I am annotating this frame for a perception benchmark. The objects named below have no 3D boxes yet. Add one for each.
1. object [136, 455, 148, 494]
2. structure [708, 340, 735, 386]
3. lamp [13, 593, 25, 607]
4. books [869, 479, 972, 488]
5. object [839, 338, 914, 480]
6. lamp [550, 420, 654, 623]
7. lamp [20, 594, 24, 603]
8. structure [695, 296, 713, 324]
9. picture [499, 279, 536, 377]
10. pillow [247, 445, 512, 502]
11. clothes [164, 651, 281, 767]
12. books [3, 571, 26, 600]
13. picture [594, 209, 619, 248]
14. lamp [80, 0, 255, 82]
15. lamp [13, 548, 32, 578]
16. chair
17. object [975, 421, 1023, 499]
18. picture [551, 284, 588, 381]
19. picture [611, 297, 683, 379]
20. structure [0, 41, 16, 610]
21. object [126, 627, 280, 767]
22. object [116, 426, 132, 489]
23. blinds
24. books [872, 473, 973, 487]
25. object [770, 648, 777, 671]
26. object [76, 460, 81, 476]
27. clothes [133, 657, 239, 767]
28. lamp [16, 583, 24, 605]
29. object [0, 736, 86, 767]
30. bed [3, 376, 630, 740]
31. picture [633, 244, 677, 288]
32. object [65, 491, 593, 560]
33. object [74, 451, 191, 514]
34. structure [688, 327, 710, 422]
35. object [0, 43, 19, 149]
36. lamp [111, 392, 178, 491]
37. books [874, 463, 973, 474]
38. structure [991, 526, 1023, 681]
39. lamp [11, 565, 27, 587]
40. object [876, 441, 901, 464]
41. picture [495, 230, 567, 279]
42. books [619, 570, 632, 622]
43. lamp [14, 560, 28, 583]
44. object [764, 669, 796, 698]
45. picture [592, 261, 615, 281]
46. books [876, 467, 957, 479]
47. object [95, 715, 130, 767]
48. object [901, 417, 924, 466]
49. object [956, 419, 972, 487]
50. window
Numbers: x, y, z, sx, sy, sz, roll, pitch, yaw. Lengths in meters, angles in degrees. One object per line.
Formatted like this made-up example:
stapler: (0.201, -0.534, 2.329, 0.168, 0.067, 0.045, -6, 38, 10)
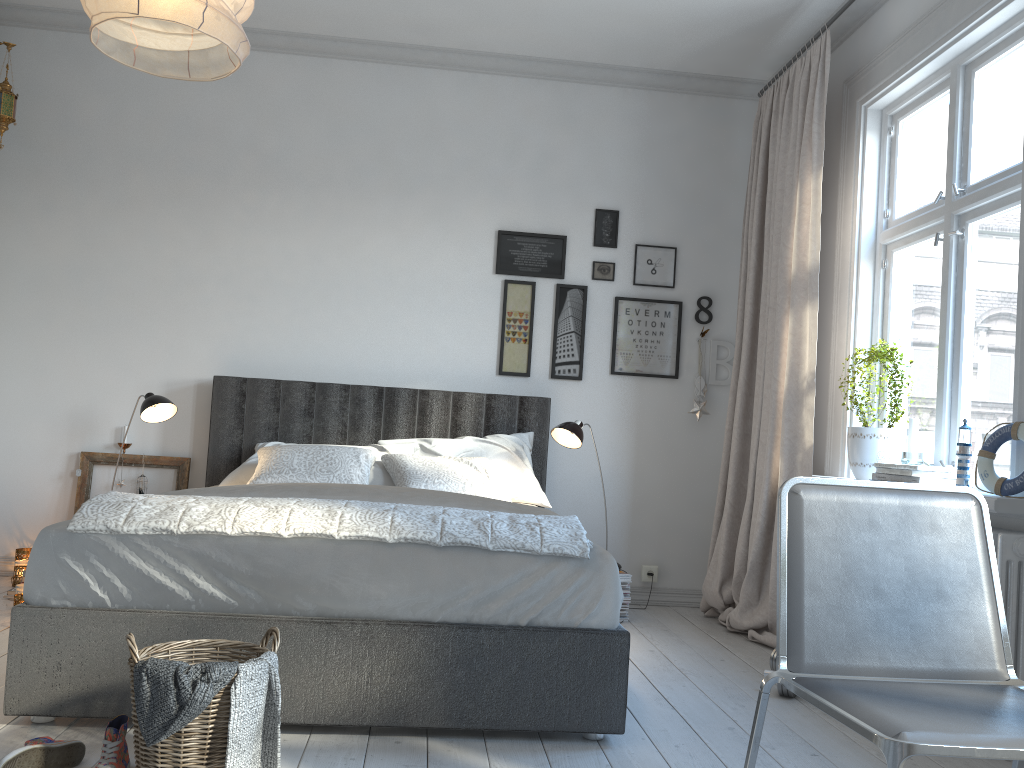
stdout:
object: (-1.843, 0.463, 4.433, 0.062, 0.228, 0.063, 3, -3, 19)
structure: (1.134, -0.111, 4.764, 0.146, 0.239, 0.024, 4, -2, -5)
lamp: (-1.978, 0.890, 3.579, 0.067, 0.078, 0.070, 2, -3, 36)
books: (1.428, 0.355, 3.111, 0.219, 0.013, 0.272, 4, -3, -9)
object: (1.460, 0.101, 3.550, 0.217, 0.573, 0.385, 5, -3, -25)
lamp: (0.479, 0.658, 4.320, 0.801, 0.935, 0.450, 5, -3, -23)
lamp: (-1.875, 0.875, 3.454, 0.081, 0.106, 0.081, 5, -3, -29)
structure: (1.031, -0.396, 4.761, 0.096, 0.150, 0.014, 4, -2, -5)
picture: (0.028, -0.293, 4.665, 0.165, 0.504, 0.020, 4, -2, -5)
pillow: (-0.569, 0.397, 3.874, 1.147, 0.225, 0.416, 4, -3, -13)
clothes: (-0.687, 0.754, 2.017, 0.283, 0.288, 0.235, 2, -3, 34)
books: (-2.121, 0.894, 3.941, 0.175, 0.095, 0.262, 4, -3, -10)
picture: (0.504, -0.830, 4.732, 0.128, 0.201, 0.011, 4, -2, -5)
lamp: (-0.677, -1.301, 1.846, 0.338, 1.230, 0.341, 2, -3, 26)
lamp: (-2.373, 0.879, 4.334, 0.108, 0.140, 0.108, 5, -3, -33)
chair: (0.724, 0.574, 1.467, 0.562, 0.797, 0.525, 4, -3, -5)
object: (1.479, 0.223, 2.627, 0.079, 0.227, 0.236, 4, -3, -20)
picture: (0.303, -0.275, 4.691, 0.165, 0.504, 0.020, 4, -2, -5)
picture: (0.719, -0.246, 4.729, 0.365, 0.415, 0.021, 4, -2, -5)
structure: (-2.676, -0.438, 3.843, 1.247, 2.834, 0.801, 2, -3, 40)
object: (-0.718, 0.743, 2.036, 0.319, 0.351, 0.320, 2, -3, 27)
object: (-1.945, 0.363, 4.442, 0.067, 0.320, 0.067, 1, -3, 43)
blinds: (1.151, -0.175, 4.090, 0.225, 2.645, 0.831, 4, -2, -5)
books: (1.441, 0.338, 3.126, 0.207, 0.024, 0.262, 4, -3, -12)
object: (1.058, 1.036, 3.235, 0.129, 0.128, 0.328, 5, -3, -20)
object: (-2.149, 0.395, 4.407, 0.024, 0.126, 0.023, 4, -3, -22)
clothes: (-0.713, 0.736, 1.978, 0.246, 0.269, 0.298, 4, -3, -4)
lamp: (-2.017, 0.884, 3.679, 0.080, 0.098, 0.081, 2, -3, 29)
object: (-1.112, 0.852, 2.035, 0.120, 0.084, 0.222, 2, -3, 24)
bed: (-0.567, 0.483, 3.440, 1.888, 1.046, 2.178, 4, -3, -5)
picture: (0.766, -0.631, 4.750, 0.225, 0.220, 0.010, 4, -2, -5)
object: (-0.493, 0.400, 2.601, 1.460, 0.104, 0.405, 4, -3, -5)
object: (-1.902, 0.667, 4.411, 0.528, 0.630, 0.082, 4, -2, -5)
structure: (1.002, -0.054, 4.723, 0.134, 0.513, 0.078, 4, -2, -17)
object: (-2.388, -1.350, 4.174, 0.117, 0.505, 0.105, 5, -3, -32)
lamp: (-1.892, 0.497, 4.097, 0.825, 0.935, 0.450, 3, -3, 12)
books: (1.438, 0.294, 3.114, 0.203, 0.015, 0.269, 4, -3, -8)
structure: (1.409, 0.740, 3.225, 0.195, 0.546, 1.507, 4, -3, -5)
lamp: (-2.295, 0.897, 4.134, 0.063, 0.091, 0.073, 2, -3, 27)
object: (1.427, 0.293, 3.361, 0.059, 0.165, 0.196, 1, -4, 45)
picture: (0.102, -0.683, 4.686, 0.366, 0.232, 0.020, 4, -2, -5)
books: (0.409, 1.004, 4.305, 0.245, 0.232, 0.346, 4, -3, -14)
lamp: (-2.337, 0.897, 4.241, 0.081, 0.098, 0.080, 5, -3, -34)
object: (1.034, 1.024, 3.047, 0.328, 0.128, 0.129, 2, -3, 29)
picture: (0.489, -0.600, 4.723, 0.119, 0.098, 0.010, 4, -2, -5)
books: (1.437, 0.314, 3.118, 0.207, 0.022, 0.254, 4, -3, -4)
object: (-0.909, 0.846, 2.009, 0.083, 0.122, 0.222, 4, -3, -6)
object: (1.443, 0.205, 3.190, 0.074, 0.173, 0.074, 2, -3, 40)
object: (1.444, 0.228, 2.834, 0.060, 0.234, 0.059, 2, -3, 37)
window: (2.965, -0.330, 6.688, 11.967, 7.004, 7.985, 4, -3, -5)
